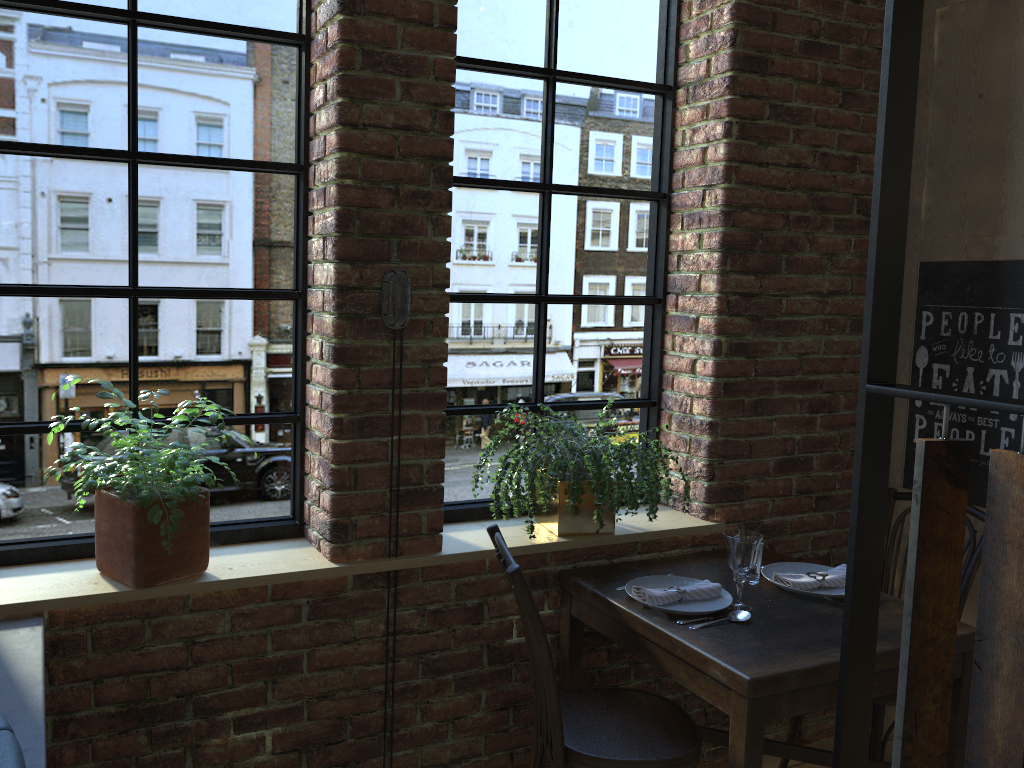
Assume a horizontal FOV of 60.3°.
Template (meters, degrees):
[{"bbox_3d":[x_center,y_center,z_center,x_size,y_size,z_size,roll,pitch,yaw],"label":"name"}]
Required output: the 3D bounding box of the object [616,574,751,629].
[{"bbox_3d":[0.440,0.543,2.274,0.261,0.051,0.336,-1,7,-23],"label":"object"}]

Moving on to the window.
[{"bbox_3d":[-2.910,-0.566,0.211,3.582,2.424,8.203,5,7,28],"label":"window"}]

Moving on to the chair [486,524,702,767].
[{"bbox_3d":[0.203,0.836,2.210,0.517,0.913,0.410,1,5,-6],"label":"chair"}]

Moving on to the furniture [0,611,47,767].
[{"bbox_3d":[-1.876,0.987,0.869,2.518,0.820,1.418,-2,7,-26],"label":"furniture"}]

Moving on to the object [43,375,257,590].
[{"bbox_3d":[-0.871,0.221,2.122,0.459,0.481,0.423,1,6,-5],"label":"object"}]

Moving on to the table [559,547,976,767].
[{"bbox_3d":[0.631,0.927,2.369,0.723,0.725,0.780,-1,6,-27],"label":"table"}]

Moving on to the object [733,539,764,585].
[{"bbox_3d":[0.657,0.492,2.463,0.083,0.119,0.085,1,6,-9],"label":"object"}]

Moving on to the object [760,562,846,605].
[{"bbox_3d":[0.826,0.532,2.453,0.261,0.051,0.336,-1,7,-23],"label":"object"}]

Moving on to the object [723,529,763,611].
[{"bbox_3d":[0.585,0.478,2.251,0.103,0.191,0.094,5,6,34],"label":"object"}]

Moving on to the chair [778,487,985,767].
[{"bbox_3d":[1.118,0.809,2.648,0.500,0.913,0.423,-2,6,-32],"label":"chair"}]

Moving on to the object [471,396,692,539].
[{"bbox_3d":[0.196,0.251,2.563,0.584,0.368,0.518,-1,7,-26],"label":"object"}]
